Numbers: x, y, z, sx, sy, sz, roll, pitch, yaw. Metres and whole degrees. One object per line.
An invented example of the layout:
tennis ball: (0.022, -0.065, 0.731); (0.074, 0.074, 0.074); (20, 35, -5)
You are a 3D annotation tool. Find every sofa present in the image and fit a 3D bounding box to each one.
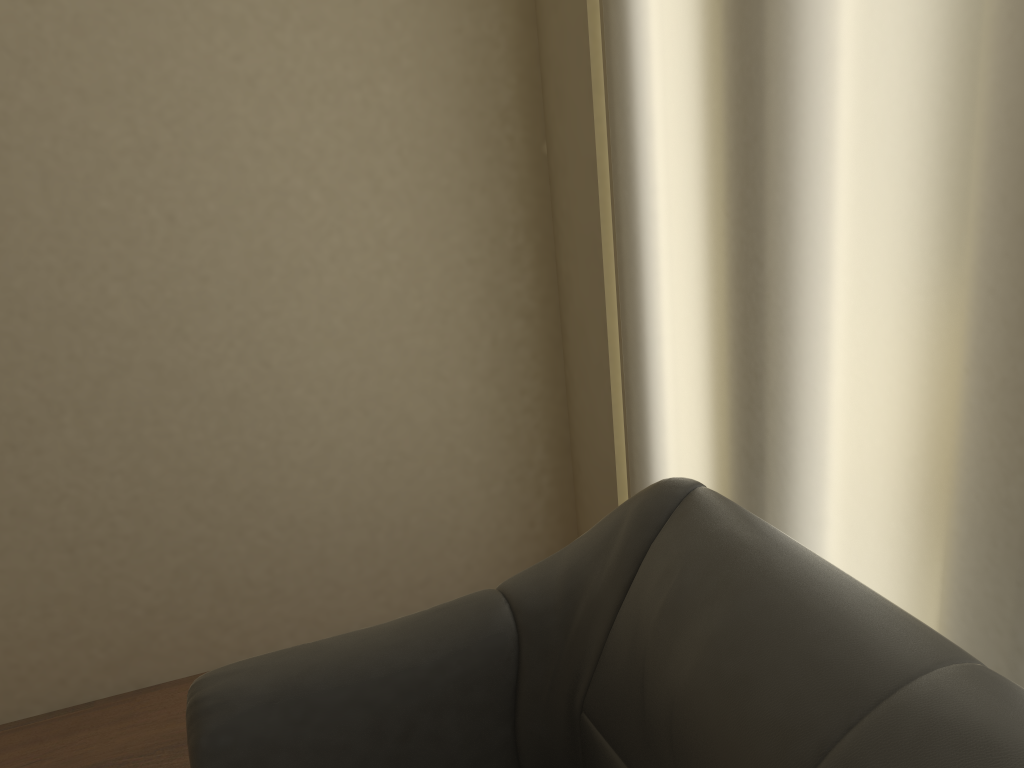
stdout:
sofa: (0.229, 0.880, 0.620); (0.944, 0.918, 2.337); (-11, 20, -15)

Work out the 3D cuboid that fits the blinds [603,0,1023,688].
blinds: (0.639, -0.132, 0.653); (0.002, 2.453, 2.830); (-11, 20, -15)
